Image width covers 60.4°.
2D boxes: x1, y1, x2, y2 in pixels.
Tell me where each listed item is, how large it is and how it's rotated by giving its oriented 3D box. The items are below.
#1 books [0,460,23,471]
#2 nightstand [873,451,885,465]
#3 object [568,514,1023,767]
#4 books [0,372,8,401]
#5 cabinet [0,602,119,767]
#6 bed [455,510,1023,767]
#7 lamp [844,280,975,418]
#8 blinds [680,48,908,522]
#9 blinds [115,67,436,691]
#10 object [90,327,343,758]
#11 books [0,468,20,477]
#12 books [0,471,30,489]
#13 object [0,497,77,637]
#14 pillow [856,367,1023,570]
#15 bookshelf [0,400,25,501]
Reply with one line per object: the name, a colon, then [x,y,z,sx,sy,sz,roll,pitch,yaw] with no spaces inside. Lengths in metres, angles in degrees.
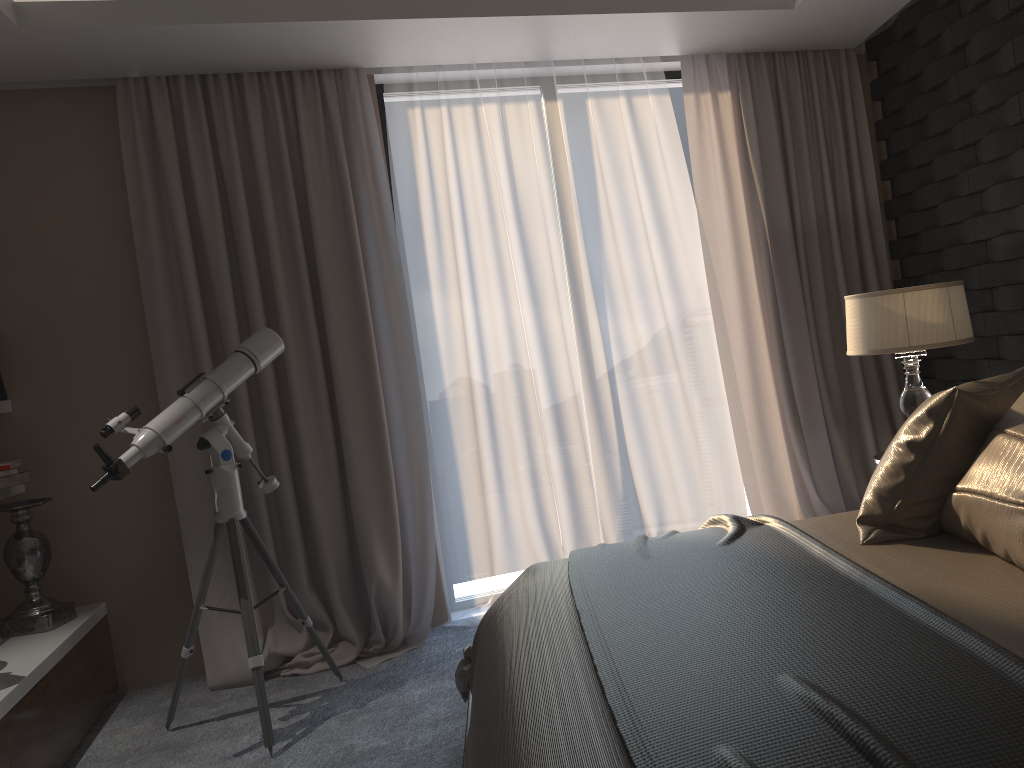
books: [-2.013,0.325,3.318,0.258,0.023,0.169,-8,2,-18]
nightstand: [1.609,0.562,3.371,0.543,0.603,0.558,-7,2,9]
object: [0.471,0.585,1.816,0.624,0.322,2.031,-8,2,-1]
books: [-2.046,-0.045,3.349,0.173,0.246,0.085,-8,3,-14]
cabinet: [-1.480,1.151,1.401,0.462,0.370,4.449,-8,2,-10]
bed: [0.948,0.699,1.877,2.318,0.624,2.268,-8,2,-3]
lamp: [1.527,-0.051,3.357,0.445,0.631,0.487,-6,3,29]
blinds: [1.472,-0.486,4.334,1.030,2.641,0.330,-8,3,-15]
blinds: [-0.936,-0.133,3.626,1.079,2.642,0.348,-8,3,-14]
object: [-1.014,0.518,3.054,0.633,1.406,0.581,-8,3,-12]
books: [-2.010,0.348,3.319,0.237,0.023,0.184,-6,3,37]
books: [-2.004,0.380,3.322,0.243,0.043,0.196,-7,2,11]
object: [-1.835,0.690,3.350,0.223,0.482,0.216,-8,3,-4]
pillow: [1.262,0.093,1.938,0.906,0.518,1.249,-8,2,-1]
bookshelf: [-1.699,0.388,1.354,0.236,1.203,4.411,-8,2,-10]
